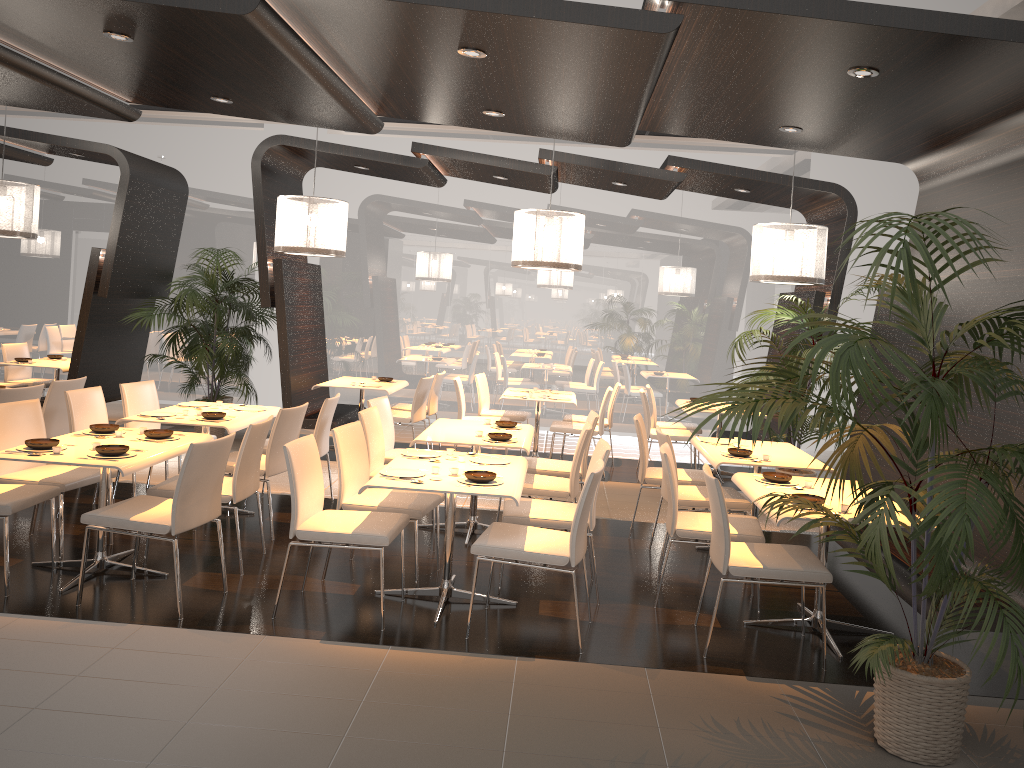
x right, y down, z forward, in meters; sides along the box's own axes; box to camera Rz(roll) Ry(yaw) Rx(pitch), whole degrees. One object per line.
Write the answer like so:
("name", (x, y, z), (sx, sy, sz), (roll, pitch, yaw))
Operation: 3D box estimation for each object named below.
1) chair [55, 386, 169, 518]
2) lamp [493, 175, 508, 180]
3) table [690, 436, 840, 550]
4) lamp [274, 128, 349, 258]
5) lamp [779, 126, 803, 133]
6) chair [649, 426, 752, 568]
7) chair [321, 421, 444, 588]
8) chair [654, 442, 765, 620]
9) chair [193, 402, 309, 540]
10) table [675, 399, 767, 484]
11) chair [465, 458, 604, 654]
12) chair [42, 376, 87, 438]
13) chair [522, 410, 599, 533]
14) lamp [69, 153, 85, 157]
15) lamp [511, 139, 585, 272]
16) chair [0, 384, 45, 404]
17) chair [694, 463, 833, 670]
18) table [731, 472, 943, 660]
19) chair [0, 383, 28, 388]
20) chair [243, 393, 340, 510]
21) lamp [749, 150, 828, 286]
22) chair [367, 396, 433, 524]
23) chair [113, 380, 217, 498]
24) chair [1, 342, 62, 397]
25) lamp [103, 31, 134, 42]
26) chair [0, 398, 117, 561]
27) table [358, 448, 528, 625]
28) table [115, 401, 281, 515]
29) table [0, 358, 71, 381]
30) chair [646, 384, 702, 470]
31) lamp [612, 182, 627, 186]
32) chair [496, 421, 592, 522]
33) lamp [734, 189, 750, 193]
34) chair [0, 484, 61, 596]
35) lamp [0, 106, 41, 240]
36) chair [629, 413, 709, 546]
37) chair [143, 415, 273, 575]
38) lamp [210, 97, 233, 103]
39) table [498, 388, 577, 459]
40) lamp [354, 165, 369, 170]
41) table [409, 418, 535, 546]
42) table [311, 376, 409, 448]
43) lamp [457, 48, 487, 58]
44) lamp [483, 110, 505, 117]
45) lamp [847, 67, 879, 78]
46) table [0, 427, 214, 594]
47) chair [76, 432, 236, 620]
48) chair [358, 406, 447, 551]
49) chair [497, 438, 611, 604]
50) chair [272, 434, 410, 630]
("chair", (-2.802, 0.483, 6.248), (0.605, 0.869, 0.484), (4, 2, 6))
("lamp", (-0.122, -2.199, 9.353), (0.161, 0.056, 0.162), (3, 5, -2))
("table", (1.724, 0.840, 6.256), (0.800, 0.724, 1.151), (4, 4, 3))
("lamp", (-1.758, -2.124, 7.947), (0.628, 1.928, 0.626), (4, 1, 31))
("lamp", (1.972, -1.813, 6.249), (0.161, 0.050, 0.162), (4, 5, 9))
("chair", (1.256, 0.763, 5.968), (0.605, 0.873, 0.485), (4, 2, 1))
("chair", (-0.757, 0.701, 5.254), (0.606, 0.873, 0.484), (4, 2, 11))
("chair", (1.139, 0.827, 5.143), (0.606, 0.869, 0.484), (4, 2, 11))
("chair", (-1.779, 0.561, 6.117), (0.606, 0.873, 0.484), (4, 2, 11))
("table", (2.158, 0.603, 9.240), (0.800, 0.724, 1.151), (4, 4, 3))
("chair", (0.138, 0.823, 4.511), (0.606, 0.873, 0.484), (4, 2, 11))
("chair", (-3.717, 0.371, 6.879), (0.605, 0.869, 0.484), (4, 2, 6))
("chair", (0.327, 0.639, 6.692), (0.605, 0.869, 0.485), (4, 2, 1))
("lamp", (-4.735, -2.510, 9.620), (0.161, 0.056, 0.162), (3, 5, -2))
("lamp", (0.365, -1.981, 7.824), (0.628, 1.928, 0.626), (4, 1, 31))
("chair", (-3.723, 0.426, 6.251), (0.606, 0.869, 0.484), (4, 2, 11))
("chair", (1.253, 0.892, 4.483), (0.605, 0.869, 0.484), (4, 2, 6))
("table", (1.672, 0.969, 4.765), (0.800, 0.724, 1.151), (4, 4, 3))
("chair", (-5.566, 0.034, 9.376), (0.605, 0.869, 0.484), (4, 2, 6))
("chair", (-1.669, 0.505, 6.804), (0.605, 0.869, 0.485), (4, 2, 1))
("lamp", (2.454, -1.840, 7.703), (0.628, 1.928, 0.626), (4, 1, 35))
("chair", (-0.801, 0.562, 6.765), (0.606, 0.869, 0.484), (4, 2, 11))
("chair", (-2.689, 0.437, 6.855), (0.606, 0.869, 0.484), (4, 2, 11))
("chair", (-5.404, -0.011, 10.002), (0.605, 0.869, 0.484), (4, 2, 6))
("lamp", (-2.216, -1.970, 4.979), (0.161, 0.050, 0.162), (4, 5, 9))
("chair", (-2.811, 0.562, 5.356), (0.606, 0.869, 0.484), (4, 2, 11))
("table", (-0.346, 0.832, 4.892), (0.800, 0.724, 1.151), (4, 4, 3))
("table", (-2.263, 0.571, 6.497), (0.800, 0.724, 1.151), (4, 4, 3))
("table", (-4.978, 0.122, 9.652), (0.800, 0.724, 1.151), (4, 4, 3))
("chair", (1.731, 0.470, 9.590), (0.605, 0.869, 0.484), (4, 2, 6))
("lamp", (1.129, -2.115, 9.281), (0.161, 0.056, 0.162), (3, 5, -2))
("chair", (0.216, 0.693, 6.005), (0.605, 0.869, 0.484), (4, 2, 6))
("lamp", (2.400, -2.029, 9.207), (0.161, 0.056, 0.162), (3, 5, -2))
("chair", (-2.852, 0.612, 4.757), (0.605, 0.869, 0.485), (4, 2, 1))
("lamp", (-4.655, -2.319, 8.114), (0.625, 1.928, 0.628), (3, 1, -25))
("chair", (1.190, 0.700, 6.634), (0.606, 0.873, 0.484), (4, 2, 11))
("chair", (-1.795, 0.631, 5.316), (0.605, 0.873, 0.485), (4, 2, 1))
("lamp", (-2.128, -2.098, 6.486), (0.160, 0.050, 0.161), (3, 5, -2))
("table", (0.263, 0.475, 9.356), (0.800, 0.724, 1.151), (4, 4, 3))
("lamp", (-1.604, -2.326, 9.439), (0.160, 0.054, 0.161), (4, 5, 9))
("table", (-0.141, 0.713, 6.379), (1.053, 0.724, 1.151), (4, 4, 3))
("table", (-1.619, 0.347, 9.476), (0.800, 0.724, 1.151), (4, 4, 3))
("lamp", (-0.219, -1.836, 4.864), (0.161, 0.050, 0.162), (4, 5, 9))
("lamp", (-0.131, -1.964, 6.371), (0.161, 0.050, 0.162), (4, 5, 9))
("lamp", (1.884, -1.685, 4.742), (0.161, 0.050, 0.162), (4, 5, 9))
("table", (-2.313, 0.700, 5.005), (0.800, 0.724, 1.151), (4, 4, 3))
("chair", (-1.829, 0.688, 4.625), (0.606, 0.869, 0.484), (4, 2, 11))
("chair", (-0.757, 0.628, 6.077), (0.605, 0.873, 0.484), (4, 2, 6))
("chair", (0.249, 0.769, 5.198), (0.605, 0.873, 0.485), (4, 2, 1))
("chair", (-0.885, 0.747, 4.642), (0.605, 0.873, 0.484), (4, 2, 6))
